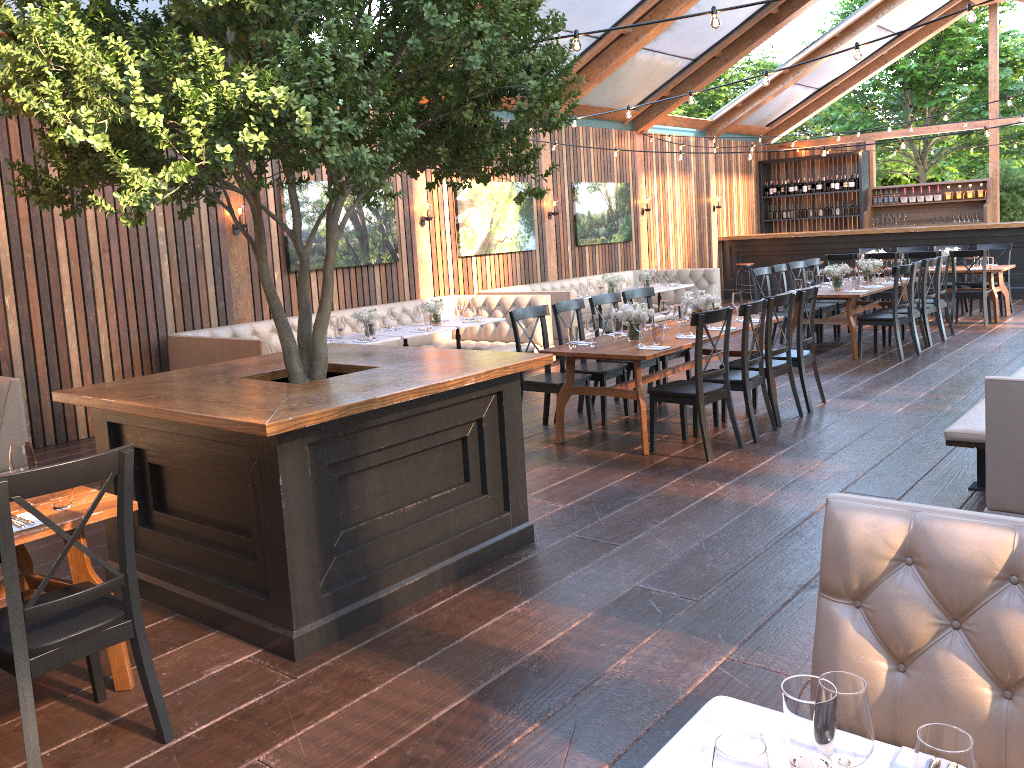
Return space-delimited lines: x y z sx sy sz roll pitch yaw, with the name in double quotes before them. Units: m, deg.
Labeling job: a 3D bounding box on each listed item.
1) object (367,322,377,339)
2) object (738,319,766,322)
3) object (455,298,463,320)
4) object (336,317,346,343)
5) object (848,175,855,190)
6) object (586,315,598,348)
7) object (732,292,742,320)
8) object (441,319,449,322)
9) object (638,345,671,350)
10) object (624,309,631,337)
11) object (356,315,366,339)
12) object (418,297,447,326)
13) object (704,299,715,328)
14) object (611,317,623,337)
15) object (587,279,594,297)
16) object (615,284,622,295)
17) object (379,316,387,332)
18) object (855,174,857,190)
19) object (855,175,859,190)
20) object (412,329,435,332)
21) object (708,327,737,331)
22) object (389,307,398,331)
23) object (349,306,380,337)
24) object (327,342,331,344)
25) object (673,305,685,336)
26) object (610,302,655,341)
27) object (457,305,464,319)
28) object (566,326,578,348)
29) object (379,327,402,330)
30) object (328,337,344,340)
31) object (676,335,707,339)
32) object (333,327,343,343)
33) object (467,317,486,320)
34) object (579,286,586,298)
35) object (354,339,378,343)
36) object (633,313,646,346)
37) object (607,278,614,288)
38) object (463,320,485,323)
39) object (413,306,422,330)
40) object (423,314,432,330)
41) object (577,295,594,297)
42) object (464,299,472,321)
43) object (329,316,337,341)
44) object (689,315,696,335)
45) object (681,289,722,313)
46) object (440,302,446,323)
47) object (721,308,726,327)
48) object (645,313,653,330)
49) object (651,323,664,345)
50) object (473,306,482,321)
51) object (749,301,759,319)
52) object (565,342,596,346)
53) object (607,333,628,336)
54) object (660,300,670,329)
"object" -1.375 -0.523 8.725 0.092 0.157 0.092 0 8 26
"object" 2.091 -0.563 7.789 0.255 0.019 0.158 5 13 39
"object" -0.599 -0.851 10.096 0.092 0.243 0.093 -4 7 -2
"object" -1.649 -0.519 8.549 0.092 0.243 0.093 -4 7 -2
"object" 6.981 -4.140 18.175 0.137 0.313 0.136 -10 9 -43
"object" 0.609 -0.404 6.746 0.092 0.243 0.093 -1 7 20
"object" 2.024 -0.699 7.949 0.092 0.243 0.093 2 9 42
"object" -0.823 -0.728 10.122 0.255 0.019 0.158 5 13 39
"object" 1.025 -0.271 6.484 0.255 0.019 0.158 5 13 39
"object" 0.960 -0.508 7.229 0.092 0.243 0.093 1 8 37
"object" -1.487 -0.559 8.726 0.092 0.243 0.093 -4 7 -2
"object" -0.850 -0.797 9.686 0.330 0.307 0.337 -9 10 -33
"object" 1.670 -0.597 7.480 0.092 0.243 0.093 2 9 42
"object" 0.861 -0.463 7.221 0.092 0.157 0.092 -7 8 -24
"object" 1.088 -1.325 12.235 0.092 0.243 0.093 -4 7 -2
"object" 1.475 -1.299 12.198 0.092 0.157 0.092 0 8 26
"object" -1.363 -0.638 9.386 0.092 0.157 0.092 0 8 26
"object" 7.095 -4.172 18.259 0.087 0.332 0.088 -1 7 20
"object" 7.064 -4.125 18.090 0.076 0.300 0.075 -8 8 -33
"object" -0.940 -0.556 9.167 0.255 0.019 0.158 5 13 39
"object" 1.723 -0.463 7.344 0.255 0.019 0.158 5 13 39
"object" -1.257 -0.686 9.376 0.092 0.243 0.093 -4 7 -2
"object" -1.454 -0.633 8.950 0.331 0.307 0.337 -10 10 -38
"object" -1.801 -0.390 8.515 0.158 0.019 0.257 5 13 39
"object" 1.342 -0.511 7.105 0.092 0.243 0.093 1 8 37
"object" 0.959 -0.493 6.944 0.336 0.307 0.331 2 10 35
"object" -0.592 -0.828 10.209 0.092 0.157 0.092 -5 7 -14
"object" 0.468 -0.360 6.789 0.092 0.157 0.092 -7 8 -24
"object" -1.297 -0.599 9.546 0.255 0.019 0.158 5 13 39
"object" -1.801 -0.462 8.932 0.255 0.019 0.158 5 13 39
"object" 1.391 -0.376 6.959 0.255 0.019 0.158 5 13 39
"object" -1.652 -0.457 8.445 0.092 0.157 0.092 0 8 26
"object" -0.433 -0.758 10.153 0.158 0.019 0.257 5 13 39
"object" 0.982 -1.277 12.245 0.092 0.157 0.092 0 8 26
"object" -1.433 -0.424 8.579 0.255 0.019 0.158 5 13 39
"object" 0.961 -0.410 6.655 0.092 0.243 0.093 -4 7 -2
"object" 1.363 -1.336 12.199 0.092 0.243 0.093 -4 7 -2
"object" -0.440 -0.693 9.780 0.255 0.019 0.158 5 13 39
"object" -0.993 -0.691 9.314 0.092 0.243 0.093 -4 7 -2
"object" -0.882 -0.655 9.313 0.092 0.157 0.092 0 8 26
"object" 1.048 -1.239 12.406 0.255 0.019 0.158 5 13 39
"object" -0.493 -0.828 9.927 0.092 0.243 0.093 2 9 42
"object" -1.762 -0.548 8.762 0.092 0.243 0.093 -4 7 -2
"object" 1.469 -0.476 7.106 0.092 0.157 0.092 -10 10 -44
"object" 1.642 -0.671 7.730 0.336 0.307 0.331 -5 8 -13
"object" -0.784 -0.815 9.951 0.092 0.243 0.093 -4 7 -2
"object" 1.816 -0.564 7.488 0.092 0.157 0.092 -7 8 -24
"object" 1.178 -0.552 7.649 0.092 0.157 0.092 -3 7 6
"object" 1.098 -0.375 6.653 0.092 0.157 0.092 -8 8 -34
"object" -0.382 -0.792 9.926 0.092 0.157 0.092 0 8 26
"object" 2.174 -0.665 7.945 0.092 0.157 0.092 -5 7 -14
"object" 0.559 -0.322 6.942 0.255 0.019 0.158 5 13 39
"object" 0.917 -0.419 7.396 0.255 0.019 0.158 5 13 39
"object" 1.319 -0.600 7.615 0.092 0.243 0.093 -4 7 -8
